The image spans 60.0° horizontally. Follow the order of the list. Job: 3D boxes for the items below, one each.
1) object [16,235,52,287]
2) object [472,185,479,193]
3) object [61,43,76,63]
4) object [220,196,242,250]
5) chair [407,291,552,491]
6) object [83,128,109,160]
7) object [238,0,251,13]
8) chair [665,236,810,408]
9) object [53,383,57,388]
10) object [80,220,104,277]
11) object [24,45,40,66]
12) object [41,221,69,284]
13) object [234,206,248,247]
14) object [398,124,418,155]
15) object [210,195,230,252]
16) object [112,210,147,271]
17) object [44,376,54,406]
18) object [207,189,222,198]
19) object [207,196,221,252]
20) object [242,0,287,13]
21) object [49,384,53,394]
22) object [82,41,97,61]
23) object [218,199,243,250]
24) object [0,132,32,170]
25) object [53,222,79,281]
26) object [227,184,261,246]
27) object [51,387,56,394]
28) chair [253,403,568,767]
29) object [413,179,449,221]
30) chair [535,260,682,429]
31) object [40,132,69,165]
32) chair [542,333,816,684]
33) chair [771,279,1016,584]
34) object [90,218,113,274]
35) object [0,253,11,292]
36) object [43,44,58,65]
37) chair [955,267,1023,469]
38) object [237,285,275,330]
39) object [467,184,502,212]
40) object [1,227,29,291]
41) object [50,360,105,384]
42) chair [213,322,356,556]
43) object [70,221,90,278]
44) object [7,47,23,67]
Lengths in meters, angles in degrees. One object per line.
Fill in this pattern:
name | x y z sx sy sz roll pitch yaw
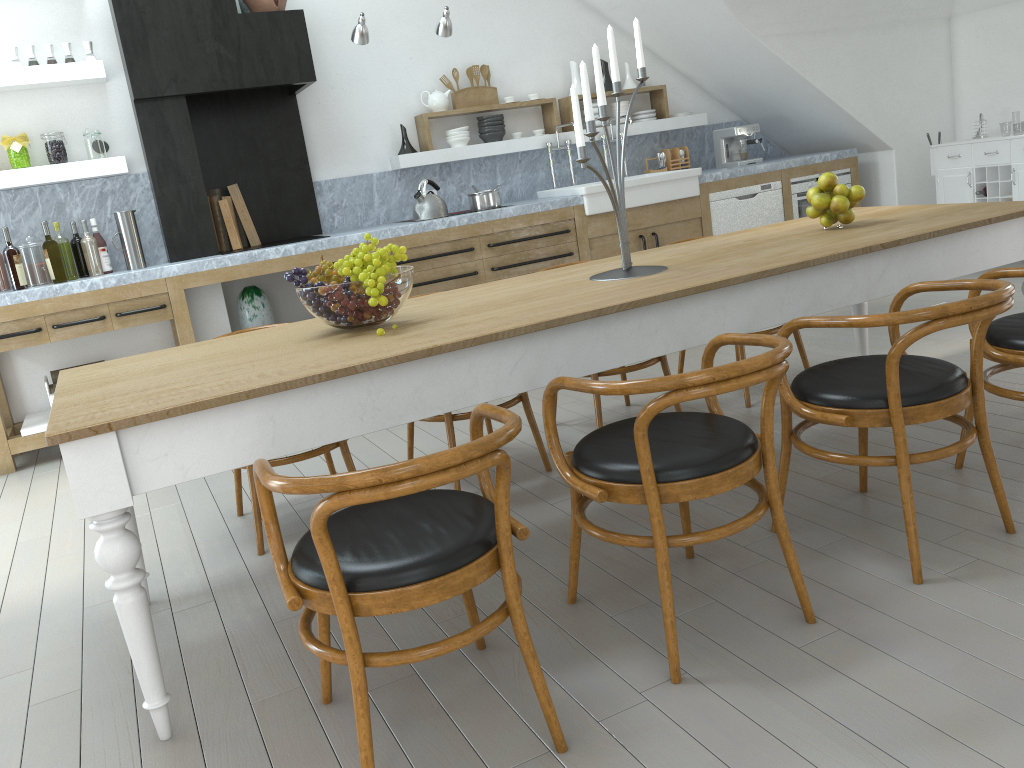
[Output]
object | -2.730 -0.707 5.070 0.184 0.284 0.185 -9 12 0
object | -0.225 -1.318 6.227 0.051 0.166 0.236 -15 14 -28
object | -2.528 -1.879 5.050 0.068 0.123 0.064 -16 14 -29
object | -1.850 -1.050 5.832 0.072 0.364 0.131 -10 12 -5
chair | -0.220 0.008 3.676 0.529 0.730 0.623 -15 14 -26
object | -2.429 -1.399 5.177 0.103 0.177 0.208 -9 13 -1
object | -1.682 -2.576 5.779 0.230 0.500 0.232 -5 13 17
chair | 1.053 -0.335 4.294 0.529 0.730 0.623 -15 14 -26
object | -2.454 -0.002 5.138 0.363 0.086 0.101 -15 14 -26
object | -2.429 -0.780 5.106 0.085 0.329 0.086 -12 12 -15
object | -2.693 -1.835 4.971 0.068 0.123 0.064 -16 14 -29
object | -2.565 -0.731 4.948 0.092 0.356 0.093 -4 13 20
object | -1.859 -1.045 5.971 0.110 0.294 0.105 2 16 40
object | -0.775 -1.777 6.433 0.157 0.217 0.156 -20 16 -41
object | -1.898 -1.039 5.761 0.068 0.365 0.132 -11 12 -9
object | -2.261 -0.843 5.219 0.165 0.337 0.114 -13 13 -20
object | -2.429 0.015 5.204 0.529 0.230 0.430 -15 14 -25
object | -1.947 -1.069 5.922 0.089 0.456 0.111 -14 13 -23
object | -1.956 -1.033 5.750 0.057 0.357 0.075 -11 12 -9
object | -1.537 -2.395 5.506 0.348 0.235 0.368 -10 13 -6
object | -2.488 -0.007 5.235 0.436 0.079 0.115 -15 14 -26
object | -2.428 -1.905 5.094 0.068 0.123 0.064 -16 14 -29
object | -1.812 -1.024 5.720 0.081 0.334 0.148 -16 14 -33
object | -2.799 -1.311 5.007 0.164 0.198 0.128 -16 14 -28
object | -2.566 -0.755 5.065 0.092 0.337 0.092 -10 12 -6
object | -1.775 -1.119 5.891 0.148 0.425 0.079 -6 12 11
object | -2.393 0.018 5.083 0.438 0.093 0.092 -15 14 -26
chair | -0.211 0.432 1.894 0.528 0.730 0.624 -13 13 -20
object | -0.571 -1.258 6.027 0.246 0.266 0.247 -12 13 -13
chair | 0.403 -0.169 4.018 0.528 0.730 0.624 -13 13 -20
object | -2.621 -1.351 5.089 0.120 0.182 0.121 -11 12 -8
chair | 0.420 0.258 2.218 0.528 0.730 0.623 -14 13 -23
chair | 1.076 0.092 2.491 0.529 0.730 0.623 -15 14 -28
object | -2.427 -0.808 5.213 0.081 0.328 0.082 -8 12 4
object | -2.904 -0.678 4.986 0.085 0.329 0.086 -12 12 -15
object | -2.614 -1.859 5.021 0.068 0.123 0.064 -16 14 -29
chair | 1.751 -0.065 2.715 0.528 0.730 0.624 -13 13 -20
object | -1.704 -0.409 5.933 0.230 0.495 0.232 -5 13 17
object | -0.135 -1.307 6.234 0.232 0.169 0.396 4 18 45
object | -2.740 -0.682 4.868 0.092 0.357 0.093 -7 12 10
object | -2.518 -0.058 5.163 0.292 0.102 0.104 -15 14 -26
chair | -0.893 0.167 3.444 0.528 0.730 0.623 -14 13 -23
object | -2.528 -0.786 5.184 0.085 0.329 0.086 -12 12 -15
object | -2.776 -1.817 4.951 0.068 0.123 0.064 -16 14 -29
